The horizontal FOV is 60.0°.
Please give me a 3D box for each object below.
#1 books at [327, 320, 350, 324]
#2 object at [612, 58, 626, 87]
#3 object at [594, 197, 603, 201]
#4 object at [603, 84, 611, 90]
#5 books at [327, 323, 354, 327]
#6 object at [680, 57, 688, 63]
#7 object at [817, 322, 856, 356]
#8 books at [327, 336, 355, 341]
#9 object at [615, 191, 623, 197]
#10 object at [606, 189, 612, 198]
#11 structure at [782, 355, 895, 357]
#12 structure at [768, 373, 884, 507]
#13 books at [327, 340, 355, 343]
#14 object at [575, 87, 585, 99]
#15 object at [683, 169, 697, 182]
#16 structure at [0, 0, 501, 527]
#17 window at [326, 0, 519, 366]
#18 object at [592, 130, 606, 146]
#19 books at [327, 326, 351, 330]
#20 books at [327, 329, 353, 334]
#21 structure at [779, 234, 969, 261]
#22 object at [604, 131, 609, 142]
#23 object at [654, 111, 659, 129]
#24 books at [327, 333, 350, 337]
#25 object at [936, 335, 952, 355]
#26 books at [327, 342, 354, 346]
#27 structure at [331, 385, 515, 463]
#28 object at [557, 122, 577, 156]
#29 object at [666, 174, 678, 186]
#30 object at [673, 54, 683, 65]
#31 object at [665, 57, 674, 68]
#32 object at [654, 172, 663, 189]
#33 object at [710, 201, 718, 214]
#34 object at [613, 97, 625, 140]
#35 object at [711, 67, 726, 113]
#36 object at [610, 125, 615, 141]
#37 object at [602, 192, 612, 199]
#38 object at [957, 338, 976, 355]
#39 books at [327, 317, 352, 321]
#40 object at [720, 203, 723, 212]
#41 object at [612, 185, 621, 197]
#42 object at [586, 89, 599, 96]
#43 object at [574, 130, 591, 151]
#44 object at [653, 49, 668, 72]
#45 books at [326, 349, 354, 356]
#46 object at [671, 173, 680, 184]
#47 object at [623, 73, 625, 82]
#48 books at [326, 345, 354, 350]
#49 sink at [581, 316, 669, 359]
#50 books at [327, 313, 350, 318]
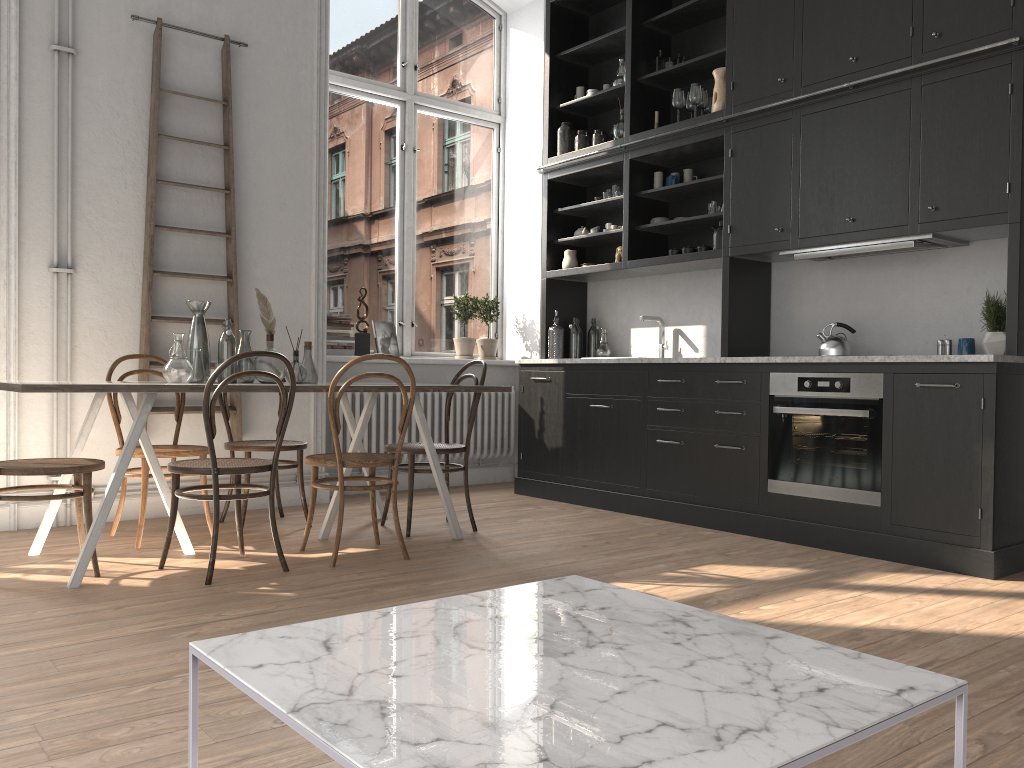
[{"bbox_3d":[-1.239,-0.424,6.069,0.231,0.023,0.162,1,1,-23],"label":"books"},{"bbox_3d":[0.745,-2.079,5.990,0.132,0.219,0.132,1,1,26],"label":"object"},{"bbox_3d":[0.602,-1.263,6.127,0.071,0.047,0.071,1,1,-1],"label":"object"},{"bbox_3d":[0.674,-2.040,6.252,0.059,0.135,0.082,1,1,-16],"label":"object"},{"bbox_3d":[-1.232,-0.402,6.074,0.244,0.019,0.174,0,1,-39],"label":"books"},{"bbox_3d":[1.097,-2.021,5.648,0.044,0.121,0.058,1,1,-12],"label":"object"},{"bbox_3d":[1.727,-0.237,4.737,0.171,0.186,0.171,0,1,-28],"label":"object"},{"bbox_3d":[-1.236,-0.312,6.079,0.245,0.028,0.193,0,1,-44],"label":"books"},{"bbox_3d":[0.723,-1.259,5.941,0.071,0.047,0.071,1,1,-1],"label":"object"},{"bbox_3d":[0.680,-1.292,6.148,0.060,0.107,0.060,1,1,19],"label":"object"},{"bbox_3d":[1.756,-0.137,4.545,0.427,0.011,0.592,0,1,-39],"label":"structure"},{"bbox_3d":[1.746,0.258,4.547,0.618,0.623,0.622,0,1,-39],"label":"structure"},{"bbox_3d":[-1.234,-0.291,6.079,0.255,0.014,0.192,0,1,-35],"label":"books"},{"bbox_3d":[0.485,-2.043,6.335,0.059,0.135,0.082,1,1,-11],"label":"object"},{"bbox_3d":[1.131,-1.295,5.642,0.082,0.135,0.059,1,1,34],"label":"object"},{"bbox_3d":[-1.999,-1.478,5.137,5.182,4.474,0.340,0,1,-38],"label":"structure"},{"bbox_3d":[2.330,-6.018,12.800,14.385,15.938,26.394,0,1,-39],"label":"window"},{"bbox_3d":[0.598,-1.671,6.120,0.096,0.150,0.096,2,1,40],"label":"object"},{"bbox_3d":[-1.228,-0.382,6.077,0.205,0.022,0.155,0,1,-44],"label":"books"},{"bbox_3d":[-1.229,-0.360,6.084,0.222,0.024,0.158,0,1,-39],"label":"books"},{"bbox_3d":[1.862,-0.720,4.620,0.379,0.123,0.843,0,1,-39],"label":"structure"},{"bbox_3d":[0.634,-1.684,6.263,0.092,0.184,0.092,1,1,17],"label":"object"},{"bbox_3d":[0.926,-1.668,5.674,0.123,0.161,0.123,0,1,-30],"label":"object"},{"bbox_3d":[-1.229,-0.336,6.078,0.205,0.022,0.155,1,1,-24],"label":"books"},{"bbox_3d":[2.143,-0.186,4.393,0.040,0.116,0.080,0,1,-34],"label":"object"},{"bbox_3d":[-1.233,-0.271,6.061,0.249,0.023,0.175,0,1,-38],"label":"books"},{"bbox_3d":[-0.627,0.283,6.375,1.577,0.552,0.194,0,1,-39],"label":"structure"},{"bbox_3d":[0.388,-1.719,6.264,0.118,0.238,0.118,1,1,37],"label":"object"},{"bbox_3d":[1.019,-1.275,5.652,0.082,0.093,0.140,1,1,17],"label":"object"},{"bbox_3d":[1.084,-2.050,5.755,0.065,0.177,0.084,0,1,-17],"label":"object"},{"bbox_3d":[1.006,-2.024,5.658,0.053,0.125,0.041,1,1,18],"label":"object"},{"bbox_3d":[0.951,-1.298,5.745,0.059,0.135,0.082,1,1,19],"label":"object"},{"bbox_3d":[1.217,-1.054,5.337,0.058,0.094,0.058,1,1,1],"label":"object"},{"bbox_3d":[0.730,-1.770,5.820,0.134,0.357,0.134,1,1,6],"label":"object"},{"bbox_3d":[1.224,-1.712,5.210,0.094,0.267,0.116,1,1,3],"label":"object"},{"bbox_3d":[0.727,-1.686,6.110,0.092,0.184,0.092,0,1,-24],"label":"object"},{"bbox_3d":[0.649,-1.272,6.058,0.064,0.069,0.064,1,1,9],"label":"object"},{"bbox_3d":[2.196,-0.174,4.290,0.082,0.093,0.140,1,1,42],"label":"object"},{"bbox_3d":[-1.228,-0.445,6.077,0.205,0.020,0.155,0,1,-39],"label":"books"},{"bbox_3d":[1.277,-1.084,5.264,0.083,0.158,0.083,1,1,36],"label":"object"},{"bbox_3d":[0.704,-1.290,6.008,0.060,0.107,0.060,1,1,-11],"label":"object"},{"bbox_3d":[0.571,-2.022,6.266,0.096,0.095,0.096,1,1,-4],"label":"object"},{"bbox_3d":[0.492,-1.676,6.166,0.114,0.155,0.114,0,1,-35],"label":"object"},{"bbox_3d":[0.960,-2.063,5.733,0.084,0.199,0.065,0,1,-17],"label":"object"},{"bbox_3d":[-1.236,-0.216,6.062,0.248,0.043,0.192,0,1,-39],"label":"books"},{"bbox_3d":[1.049,-1.298,5.755,0.082,0.135,0.059,1,1,-11],"label":"object"},{"bbox_3d":[0.800,-2.138,5.868,0.123,0.340,0.118,0,1,-20],"label":"object"},{"bbox_3d":[-1.233,-0.248,6.062,0.249,0.023,0.175,0,1,-43],"label":"books"},{"bbox_3d":[0.814,-0.195,5.777,0.514,0.505,0.526,0,1,-39],"label":"sink"},{"bbox_3d":[-1.237,-0.467,6.080,0.159,0.024,0.201,1,1,41],"label":"books"}]
